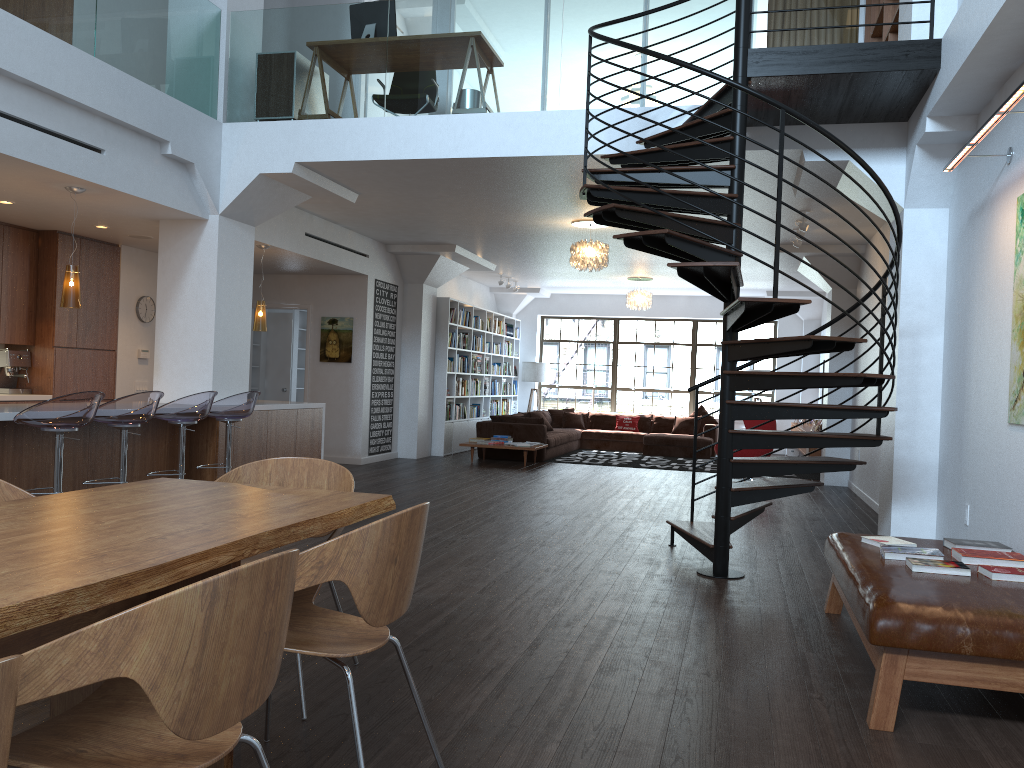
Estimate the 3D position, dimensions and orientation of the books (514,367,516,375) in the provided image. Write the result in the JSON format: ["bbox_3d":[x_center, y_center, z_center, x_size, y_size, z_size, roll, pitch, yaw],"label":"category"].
[{"bbox_3d":[-0.026,-0.263,17.619,0.167,0.210,0.162,2,0,14],"label":"books"}]

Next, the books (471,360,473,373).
[{"bbox_3d":[-0.739,-0.292,14.820,0.161,0.223,0.032,2,0,14],"label":"books"}]

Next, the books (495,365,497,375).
[{"bbox_3d":[-0.357,-0.264,16.263,0.139,0.191,0.036,2,0,14],"label":"books"}]

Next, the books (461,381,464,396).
[{"bbox_3d":[-0.869,0.066,14.389,0.171,0.246,0.057,2,0,14],"label":"books"}]

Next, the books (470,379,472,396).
[{"bbox_3d":[-0.773,0.050,14.783,0.198,0.284,0.066,2,0,14],"label":"books"}]

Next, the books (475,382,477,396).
[{"bbox_3d":[-0.693,0.074,15.082,0.174,0.240,0.045,2,0,14],"label":"books"}]

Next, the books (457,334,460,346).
[{"bbox_3d":[-0.937,-0.680,14.035,0.174,0.236,0.142,2,0,15],"label":"books"}]

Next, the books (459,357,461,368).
[{"bbox_3d":[-0.908,-0.307,14.178,0.170,0.245,0.057,2,0,14],"label":"books"}]

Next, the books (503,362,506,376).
[{"bbox_3d":[-0.205,-0.290,16.929,0.183,0.253,0.042,2,0,14],"label":"books"}]

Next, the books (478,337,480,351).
[{"bbox_3d":[-0.643,-0.678,15.145,0.170,0.245,0.057,2,0,14],"label":"books"}]

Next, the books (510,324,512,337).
[{"bbox_3d":[-0.099,-1.038,17.222,0.183,0.253,0.042,2,0,14],"label":"books"}]

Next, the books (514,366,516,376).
[{"bbox_3d":[-0.030,-0.270,17.658,0.182,0.226,0.173,2,0,14],"label":"books"}]

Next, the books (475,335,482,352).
[{"bbox_3d":[-0.612,-0.699,15.270,0.176,0.290,0.053,2,0,14],"label":"books"}]

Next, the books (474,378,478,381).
[{"bbox_3d":[-0.672,0.050,15.153,0.176,0.290,0.036,2,0,14],"label":"books"}]

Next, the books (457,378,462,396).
[{"bbox_3d":[-0.906,0.043,14.268,0.176,0.290,0.053,2,0,14],"label":"books"}]

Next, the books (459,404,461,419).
[{"bbox_3d":[-0.914,0.443,14.283,0.171,0.246,0.039,2,0,14],"label":"books"}]

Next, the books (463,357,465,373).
[{"bbox_3d":[-0.854,-0.309,14.368,0.182,0.253,0.034,2,0,14],"label":"books"}]

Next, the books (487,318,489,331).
[{"bbox_3d":[-0.507,-1.039,15.626,0.174,0.236,0.136,2,0,14],"label":"books"}]

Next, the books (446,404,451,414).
[{"bbox_3d":[-1.046,0.436,13.785,0.183,0.253,0.042,2,0,14],"label":"books"}]

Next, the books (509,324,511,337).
[{"bbox_3d":[-0.120,-1.039,17.137,0.183,0.253,0.042,2,0,14],"label":"books"}]

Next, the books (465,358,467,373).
[{"bbox_3d":[-0.828,-0.302,14.465,0.174,0.239,0.045,2,0,14],"label":"books"}]

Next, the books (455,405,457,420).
[{"bbox_3d":[-0.965,0.449,14.104,0.176,0.231,0.053,2,0,14],"label":"books"}]

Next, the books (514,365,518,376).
[{"bbox_3d":[0.006,-0.265,17.705,0.182,0.215,0.188,2,0,14],"label":"books"}]

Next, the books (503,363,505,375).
[{"bbox_3d":[-0.223,-0.284,16.818,0.174,0.240,0.054,2,0,14],"label":"books"}]

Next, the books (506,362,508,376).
[{"bbox_3d":[-0.168,-0.292,17.077,0.180,0.259,0.042,2,0,14],"label":"books"}]

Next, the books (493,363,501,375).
[{"bbox_3d":[-0.277,-0.281,16.582,0.140,0.231,0.042,2,0,14],"label":"books"}]

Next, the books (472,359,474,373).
[{"bbox_3d":[-0.727,-0.300,14.862,0.174,0.240,0.054,2,0,14],"label":"books"}]

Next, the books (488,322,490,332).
[{"bbox_3d":[-0.486,-1.024,15.677,0.161,0.207,0.130,2,0,14],"label":"books"}]

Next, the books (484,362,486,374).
[{"bbox_3d":[-0.544,-0.285,15.579,0.161,0.223,0.030,2,0,14],"label":"books"}]

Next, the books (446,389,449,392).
[{"bbox_3d":[-1.081,0.099,13.694,0.174,0.032,0.254,2,0,9],"label":"books"}]

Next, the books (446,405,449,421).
[{"bbox_3d":[-1.064,0.442,13.674,0.174,0.240,0.054,2,0,14],"label":"books"}]

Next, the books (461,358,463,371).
[{"bbox_3d":[-0.880,-0.299,14.302,0.167,0.230,0.037,2,0,14],"label":"books"}]

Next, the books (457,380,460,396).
[{"bbox_3d":[-0.925,0.064,14.187,0.171,0.246,0.057,2,0,14],"label":"books"}]

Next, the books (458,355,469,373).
[{"bbox_3d":[-0.799,-0.326,14.598,0.176,0.294,0.102,2,0,14],"label":"books"}]

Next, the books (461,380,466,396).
[{"bbox_3d":[-0.851,0.063,14.469,0.183,0.253,0.034,2,0,14],"label":"books"}]

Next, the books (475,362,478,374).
[{"bbox_3d":[-0.669,-0.280,15.087,0.161,0.207,0.135,2,0,14],"label":"books"}]

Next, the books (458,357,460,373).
[{"bbox_3d":[-0.917,-0.305,14.127,0.174,0.239,0.045,2,0,14],"label":"books"}]

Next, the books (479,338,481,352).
[{"bbox_3d":[-0.627,-0.674,15.194,0.174,0.239,0.045,2,0,14],"label":"books"}]

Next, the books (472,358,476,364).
[{"bbox_3d":[-0.709,-0.306,14.973,0.183,0.253,0.042,2,0,14],"label":"books"}]

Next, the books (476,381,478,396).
[{"bbox_3d":[-0.673,0.068,15.117,0.183,0.253,0.034,2,0,14],"label":"books"}]

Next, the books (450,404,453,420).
[{"bbox_3d":[-1.024,0.437,13.865,0.180,0.251,0.048,2,0,14],"label":"books"}]

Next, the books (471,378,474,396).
[{"bbox_3d":[-0.738,0.048,14.888,0.176,0.290,0.053,2,0,14],"label":"books"}]

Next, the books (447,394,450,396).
[{"bbox_3d":[-1.080,0.166,13.698,0.197,0.035,0.284,2,0,4],"label":"books"}]

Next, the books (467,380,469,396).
[{"bbox_3d":[-0.805,0.064,14.632,0.183,0.253,0.034,2,0,14],"label":"books"}]

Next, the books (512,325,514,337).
[{"bbox_3d":[-0.066,-1.037,17.349,0.183,0.253,0.042,2,0,14],"label":"books"}]

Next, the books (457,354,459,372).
[{"bbox_3d":[-0.941,-0.330,14.054,0.176,0.290,0.053,2,0,14],"label":"books"}]

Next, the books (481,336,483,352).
[{"bbox_3d":[-0.601,-0.696,15.329,0.197,0.283,0.065,2,0,14],"label":"books"}]

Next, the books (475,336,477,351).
[{"bbox_3d":[-0.687,-0.683,14.953,0.182,0.253,0.034,2,0,14],"label":"books"}]

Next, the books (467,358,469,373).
[{"bbox_3d":[-0.805,-0.308,14.535,0.182,0.253,0.034,2,0,14],"label":"books"}]

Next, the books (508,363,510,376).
[{"bbox_3d":[-0.141,-0.288,17.159,0.183,0.253,0.042,2,0,14],"label":"books"}]

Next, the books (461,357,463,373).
[{"bbox_3d":[-0.884,-0.310,14.340,0.182,0.253,0.034,2,0,14],"label":"books"}]

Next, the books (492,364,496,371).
[{"bbox_3d":[-0.371,-0.272,16.225,0.140,0.206,0.042,2,0,14],"label":"books"}]

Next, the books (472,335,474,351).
[{"bbox_3d":[-0.726,-0.684,14.783,0.182,0.253,0.034,2,0,14],"label":"books"}]

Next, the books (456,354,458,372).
[{"bbox_3d":[-0.960,-0.328,13.996,0.197,0.283,0.065,2,0,14],"label":"books"}]

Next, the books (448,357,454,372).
[{"bbox_3d":[-0.978,-0.302,13.861,0.140,0.231,0.042,2,0,14],"label":"books"}]

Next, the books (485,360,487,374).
[{"bbox_3d":[-0.532,-0.299,15.618,0.174,0.251,0.051,2,0,14],"label":"books"}]

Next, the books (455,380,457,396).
[{"bbox_3d":[-0.971,0.062,14.005,0.189,0.247,0.057,2,0,15],"label":"books"}]

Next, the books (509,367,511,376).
[{"bbox_3d":[-0.120,-0.279,17.247,0.174,0.236,0.142,2,0,14],"label":"books"}]

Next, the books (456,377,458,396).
[{"bbox_3d":[-0.940,0.038,14.050,0.140,0.298,0.044,2,0,14],"label":"books"}]
